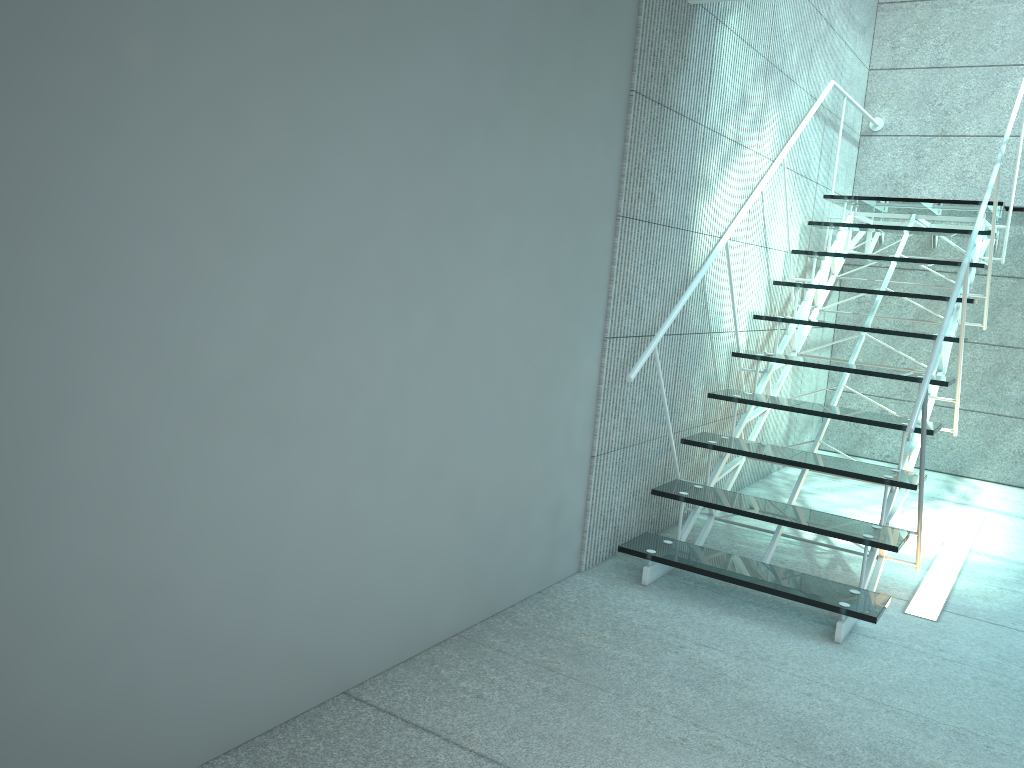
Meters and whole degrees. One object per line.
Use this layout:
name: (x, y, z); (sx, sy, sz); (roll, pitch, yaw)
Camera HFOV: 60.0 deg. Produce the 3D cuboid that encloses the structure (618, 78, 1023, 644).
structure: (2.248, -2.274, 3.575); (1.915, 5.986, 3.299); (9, 7, 32)
